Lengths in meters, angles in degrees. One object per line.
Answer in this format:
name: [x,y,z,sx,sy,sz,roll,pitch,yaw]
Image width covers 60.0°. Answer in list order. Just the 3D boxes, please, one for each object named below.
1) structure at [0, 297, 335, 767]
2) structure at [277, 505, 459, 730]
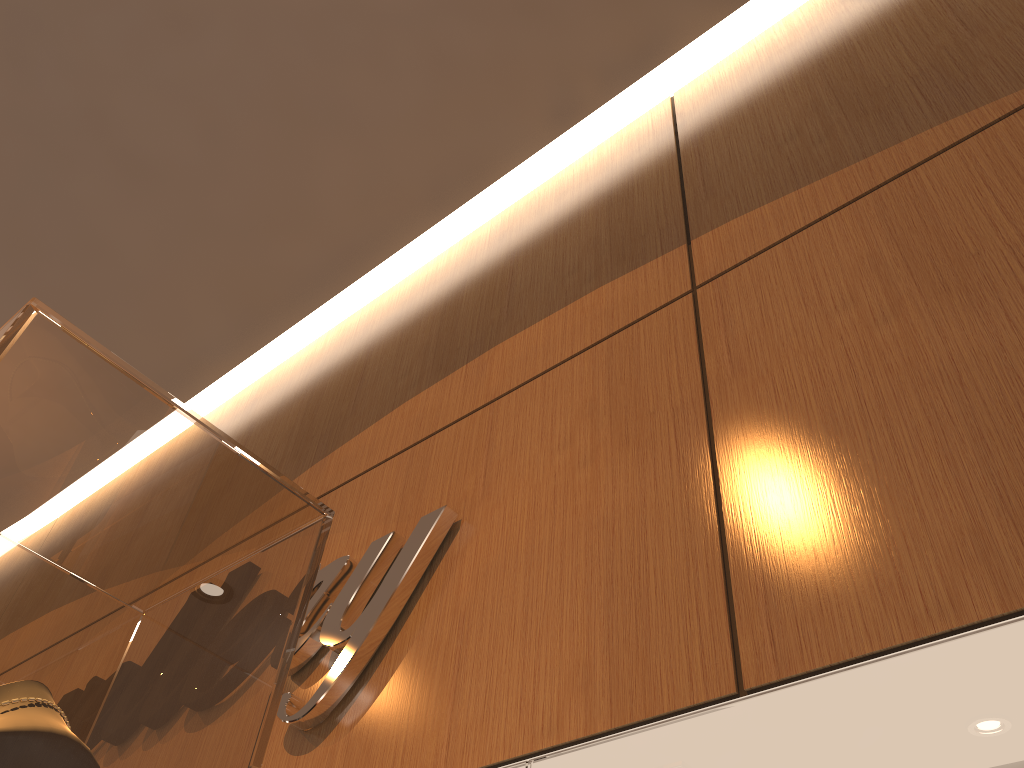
structure: [-0.567,0.785,0.340,0.484,1.968,0.498,-29,-56,29]
structure: [-0.895,0.728,1.977,2.050,0.442,0.034,-29,-56,29]
